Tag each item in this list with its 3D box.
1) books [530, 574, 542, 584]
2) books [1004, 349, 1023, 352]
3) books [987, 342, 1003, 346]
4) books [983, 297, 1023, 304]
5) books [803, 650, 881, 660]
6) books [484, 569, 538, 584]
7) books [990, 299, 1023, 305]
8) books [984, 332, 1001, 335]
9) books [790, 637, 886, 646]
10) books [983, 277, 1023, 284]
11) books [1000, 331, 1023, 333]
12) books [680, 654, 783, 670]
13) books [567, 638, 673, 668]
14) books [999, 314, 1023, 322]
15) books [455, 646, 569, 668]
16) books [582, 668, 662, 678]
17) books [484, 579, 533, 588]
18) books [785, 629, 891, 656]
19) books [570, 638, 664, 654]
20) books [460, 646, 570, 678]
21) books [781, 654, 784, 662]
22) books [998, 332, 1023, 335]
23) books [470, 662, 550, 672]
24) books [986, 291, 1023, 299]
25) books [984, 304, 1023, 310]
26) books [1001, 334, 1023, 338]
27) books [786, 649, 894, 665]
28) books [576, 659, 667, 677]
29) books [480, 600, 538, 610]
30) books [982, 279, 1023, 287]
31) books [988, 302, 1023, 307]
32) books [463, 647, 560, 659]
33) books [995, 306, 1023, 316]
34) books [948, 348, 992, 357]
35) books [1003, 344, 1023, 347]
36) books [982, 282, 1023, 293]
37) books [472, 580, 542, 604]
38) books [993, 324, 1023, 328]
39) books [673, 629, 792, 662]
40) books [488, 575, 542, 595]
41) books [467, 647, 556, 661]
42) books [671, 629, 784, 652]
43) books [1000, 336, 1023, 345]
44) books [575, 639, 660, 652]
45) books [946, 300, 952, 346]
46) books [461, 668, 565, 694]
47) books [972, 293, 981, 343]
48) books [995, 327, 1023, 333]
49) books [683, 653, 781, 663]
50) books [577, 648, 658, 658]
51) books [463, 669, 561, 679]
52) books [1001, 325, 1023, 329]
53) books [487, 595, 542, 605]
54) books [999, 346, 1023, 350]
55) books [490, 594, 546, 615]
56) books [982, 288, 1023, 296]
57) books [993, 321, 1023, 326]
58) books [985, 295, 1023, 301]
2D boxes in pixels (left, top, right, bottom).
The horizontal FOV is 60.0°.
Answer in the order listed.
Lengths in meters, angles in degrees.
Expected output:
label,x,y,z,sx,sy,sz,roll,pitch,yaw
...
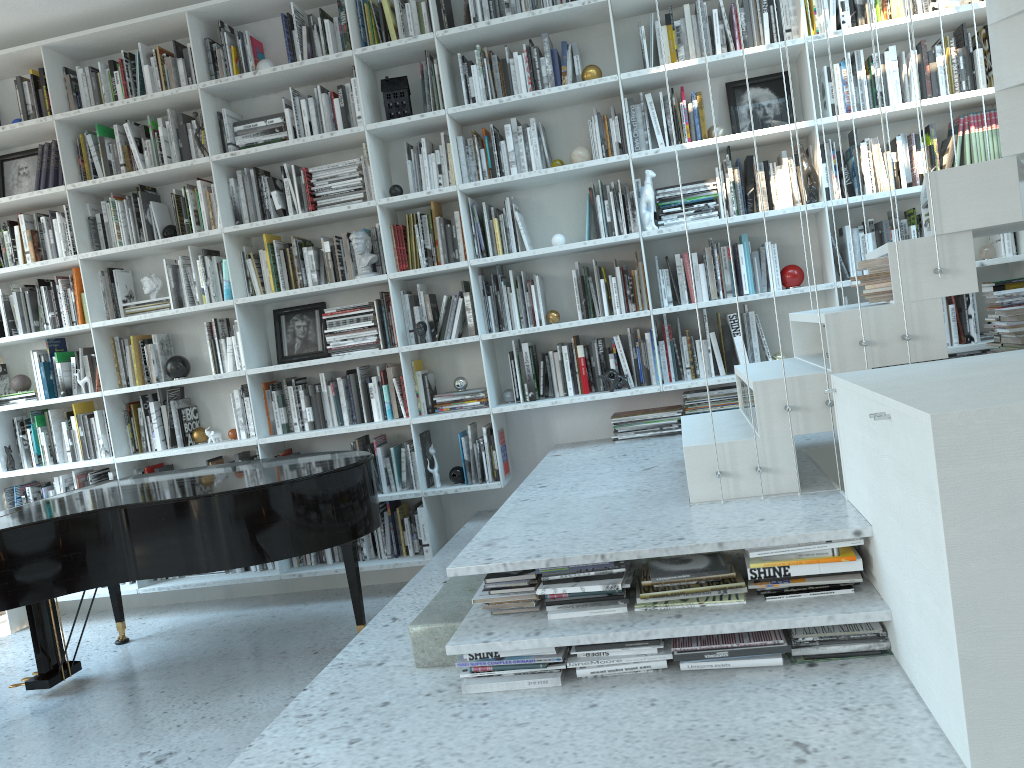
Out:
label,x,y,z,sx,sy,sz,roll,pitch,yaw
books,0.043,0.559,2.613,0.091,0.011,0.189,-8,3,9
books,2.102,-0.147,3.508,0.240,0.017,0.149,-8,3,11
books,2.146,-0.183,3.712,0.252,0.011,0.141,-8,3,5
books,2.118,-0.358,3.710,0.227,0.009,0.144,-8,3,11
books,0.828,0.664,2.263,0.179,0.010,0.160,-8,3,11
books,0.011,0.542,2.618,0.149,0.014,0.228,-8,3,9
books,2.120,-0.349,3.714,0.182,0.011,0.130,-8,3,9
books,2.140,-0.227,3.713,0.261,0.005,0.149,-8,3,9
books,0.826,0.638,2.267,0.225,0.007,0.133,-8,3,15
books,2.103,-0.439,3.691,0.231,0.006,0.151,-8,3,16
books,2.095,-0.224,3.522,0.249,0.006,0.189,-8,3,11
books,0.566,0.693,2.298,0.250,0.018,0.177,-8,3,14
books,0.288,0.708,2.361,0.272,0.012,0.158,-8,3,9
books,2.086,-0.276,3.511,0.234,0.025,0.157,-8,3,7
books,0.008,0.726,2.410,0.292,0.012,0.159,-8,3,14
books,0.293,0.740,2.367,0.208,0.015,0.152,-8,3,9
books,0.016,0.553,2.618,0.132,0.009,0.269,-8,3,15
books,0.827,0.650,2.264,0.234,0.017,0.151,-8,3,12
books,0.285,0.681,2.365,0.242,0.005,0.152,-8,3,12
books,0.012,0.752,2.414,0.285,0.008,0.159,-8,3,9
books,0.571,0.704,2.319,0.249,0.009,0.144,-8,3,10
books,2.096,-0.217,3.523,0.251,0.008,0.184,-8,3,12
books,0.009,0.738,2.407,0.210,0.012,0.168,-8,3,15
books,2.114,-0.380,3.706,0.206,0.014,0.150,-8,3,11
books,2.120,-0.332,3.706,0.232,0.006,0.137,-8,3,6
books,2.094,-0.207,3.504,0.247,0.010,0.145,-8,3,10
books,0.829,0.672,2.259,0.261,0.006,0.151,-8,3,7
books,0.288,0.724,2.352,0.232,0.019,0.169,-8,3,6
books,0.013,0.622,2.625,0.161,0.014,0.212,-8,3,15
books,2.105,-0.430,3.696,0.229,0.011,0.158,-8,3,10
books,2.119,-0.339,3.703,0.192,0.008,0.160,-8,3,11
books,0.008,0.714,2.422,0.257,0.010,0.132,-8,3,15
books,2.083,-0.302,3.514,0.267,0.026,0.161,-8,3,16
books,2.118,-0.147,4.172,0.254,0.009,0.160,-8,3,13
books,2.104,-0.169,3.530,0.206,0.012,0.183,-8,3,7
books,2.110,-0.414,3.711,0.232,0.025,0.123,-8,3,8
books,0.002,0.589,2.624,0.185,0.014,0.297,-8,3,10
books,2.088,-0.248,3.505,0.295,0.006,0.146,-8,3,9
books,0.561,0.662,2.293,0.287,0.018,0.190,-8,3,10
books,0.023,0.573,2.618,0.137,0.012,0.242,-8,3,12
books,0.003,0.697,2.407,0.234,0.025,0.157,-8,3,6
books,0.553,0.649,2.303,0.275,0.009,0.176,-8,3,11
books,2.101,-0.190,3.529,0.228,0.029,0.178,-8,3,6
books,0.284,0.672,2.366,0.220,0.013,0.148,-8,3,10
books,2.004,-0.283,4.118,0.012,0.212,0.151,-8,4,11
books,0.012,0.775,2.396,0.262,0.023,0.200,-8,3,9
books,2.110,-0.319,4.093,0.027,0.254,0.147,-8,4,11
books,2.089,-0.231,3.497,0.296,0.013,0.128,-8,3,9
books,0.565,0.681,2.303,0.254,0.005,0.160,-8,3,7
books,0.287,0.692,2.371,0.211,0.018,0.134,-8,3,14
books,0.013,0.759,2.415,0.264,0.006,0.164,-8,3,12
books,2.088,-0.242,3.501,0.250,0.007,0.131,-8,3,15
books,0.017,0.607,2.623,0.152,0.015,0.207,-8,3,8
books,2.104,-0.160,3.527,0.251,0.006,0.173,-8,3,7
books,0.030,0.631,2.622,0.144,0.009,0.249,-8,3,11
books,2.111,-0.393,3.700,0.235,0.014,0.155,-8,3,12
books,2.090,-0.259,3.524,0.278,0.012,0.177,-8,3,15
books,2.117,-0.368,3.712,0.215,0.011,0.121,-8,3,6
